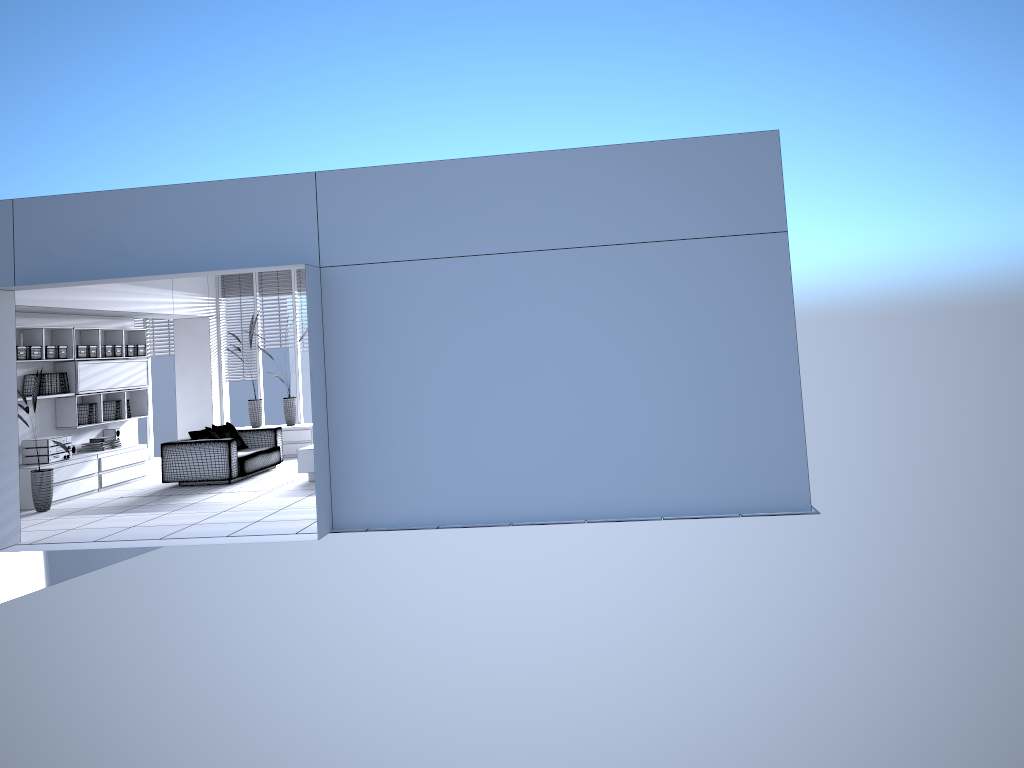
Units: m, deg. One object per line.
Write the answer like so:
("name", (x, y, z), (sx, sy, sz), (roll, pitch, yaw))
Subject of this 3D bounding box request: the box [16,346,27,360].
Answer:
("box", (-5.682, -0.343, 9.995), (0.280, 0.163, 0.174), (-4, -1, 7))

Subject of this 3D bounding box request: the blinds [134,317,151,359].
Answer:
("blinds", (-6.266, -0.887, 14.500), (0.636, 1.914, 0.038), (-4, -4, 7))

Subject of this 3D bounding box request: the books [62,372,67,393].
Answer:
("books", (-5.576, -0.008, 10.812), (0.207, 0.260, 0.072), (-4, -4, 7))

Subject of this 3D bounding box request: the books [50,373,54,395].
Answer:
("books", (-5.608, 0.002, 10.582), (0.207, 0.260, 0.050), (-4, -4, 7))

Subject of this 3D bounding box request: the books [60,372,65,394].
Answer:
("books", (-5.584, -0.008, 10.780), (0.207, 0.261, 0.074), (-4, -3, 7))

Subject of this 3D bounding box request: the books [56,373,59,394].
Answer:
("books", (-5.599, -0.003, 10.685), (0.207, 0.260, 0.050), (-4, -4, 7))

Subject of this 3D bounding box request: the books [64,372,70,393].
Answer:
("books", (-5.561, -0.012, 10.855), (0.207, 0.260, 0.072), (-4, -4, 6))

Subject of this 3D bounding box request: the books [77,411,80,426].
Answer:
("books", (-5.524, 0.403, 11.020), (0.207, 0.261, 0.074), (-4, -3, 8))

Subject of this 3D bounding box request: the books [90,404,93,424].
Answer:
("books", (-5.481, 0.387, 11.288), (0.207, 0.261, 0.074), (-4, -3, 6))

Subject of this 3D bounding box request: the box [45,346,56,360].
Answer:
("box", (-5.618, -0.368, 10.505), (0.280, 0.163, 0.174), (-4, -1, 7))

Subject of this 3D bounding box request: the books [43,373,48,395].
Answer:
("books", (-5.626, 0.007, 10.480), (0.207, 0.260, 0.050), (-4, -4, 7))

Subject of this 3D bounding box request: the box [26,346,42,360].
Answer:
("box", (-5.652, -0.355, 10.237), (0.281, 0.163, 0.211), (-4, 0, 7))

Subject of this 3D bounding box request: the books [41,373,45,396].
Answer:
("books", (-5.631, 0.010, 10.413), (0.207, 0.261, 0.074), (-4, -3, 6))

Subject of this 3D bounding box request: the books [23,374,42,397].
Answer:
("books", (-5.634, 0.015, 10.348), (0.207, 0.260, 0.072), (-4, -4, 6))

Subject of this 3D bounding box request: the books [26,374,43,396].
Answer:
("books", (-5.635, 0.012, 10.381), (0.207, 0.261, 0.074), (-4, -3, 7))

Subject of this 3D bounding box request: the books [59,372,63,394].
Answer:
("books", (-5.589, -0.006, 10.749), (0.207, 0.261, 0.074), (-4, -3, 8))

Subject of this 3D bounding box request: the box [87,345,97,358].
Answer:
("box", (-5.513, -0.409, 11.341), (0.280, 0.163, 0.174), (-4, -1, 7))

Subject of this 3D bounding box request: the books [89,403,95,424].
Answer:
("books", (-5.476, 0.384, 11.355), (0.207, 0.260, 0.050), (-4, -4, 7))

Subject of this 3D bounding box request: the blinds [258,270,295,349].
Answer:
("blinds", (-3.762, -1.259, 14.177), (0.636, 1.374, 0.051), (-4, -4, 7))

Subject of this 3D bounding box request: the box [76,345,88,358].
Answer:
("box", (-5.541, -0.398, 11.115), (0.281, 0.163, 0.211), (-4, 0, 7))

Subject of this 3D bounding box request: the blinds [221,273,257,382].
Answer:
("blinds", (-4.384, -0.994, 14.238), (0.636, 1.894, 0.057), (-4, -4, 7))

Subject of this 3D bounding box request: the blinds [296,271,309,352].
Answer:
("blinds", (-3.120, -1.215, 14.093), (0.636, 1.364, 0.057), (-4, -4, 7))

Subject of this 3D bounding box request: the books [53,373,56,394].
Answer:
("books", (-5.608, 0.000, 10.634), (0.207, 0.260, 0.050), (-4, -4, 7))

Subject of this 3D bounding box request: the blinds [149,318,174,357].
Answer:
("blinds", (-5.644, -1.151, 14.438), (0.636, 1.385, 0.038), (-4, -4, 7))

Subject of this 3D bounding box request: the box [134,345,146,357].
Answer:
("box", (-5.370, -0.465, 12.474), (0.280, 0.163, 0.216), (-4, 0, 7))

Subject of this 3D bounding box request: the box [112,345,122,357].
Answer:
("box", (-5.441, -0.437, 11.907), (0.280, 0.163, 0.178), (-4, -1, 7))

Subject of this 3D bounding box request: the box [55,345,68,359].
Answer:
("box", (-5.590, -0.379, 10.730), (0.280, 0.163, 0.178), (-4, -1, 7))

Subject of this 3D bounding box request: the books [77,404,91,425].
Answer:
("books", (-5.484, 0.388, 11.256), (0.207, 0.261, 0.074), (-4, -3, 7))

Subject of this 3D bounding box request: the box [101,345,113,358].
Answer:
("box", (-5.469, -0.426, 11.686), (0.280, 0.163, 0.178), (-4, -1, 7))

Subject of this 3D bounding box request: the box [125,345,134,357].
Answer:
("box", (-5.403, -0.452, 12.207), (0.280, 0.163, 0.178), (-4, -1, 7))

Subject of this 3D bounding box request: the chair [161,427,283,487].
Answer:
("chair", (-3.666, 0.919, 11.401), (0.959, 0.554, 1.647), (-4, 2, 7))

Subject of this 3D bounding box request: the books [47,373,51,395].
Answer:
("books", (-5.619, 0.005, 10.531), (0.207, 0.260, 0.050), (-4, -4, 7))
